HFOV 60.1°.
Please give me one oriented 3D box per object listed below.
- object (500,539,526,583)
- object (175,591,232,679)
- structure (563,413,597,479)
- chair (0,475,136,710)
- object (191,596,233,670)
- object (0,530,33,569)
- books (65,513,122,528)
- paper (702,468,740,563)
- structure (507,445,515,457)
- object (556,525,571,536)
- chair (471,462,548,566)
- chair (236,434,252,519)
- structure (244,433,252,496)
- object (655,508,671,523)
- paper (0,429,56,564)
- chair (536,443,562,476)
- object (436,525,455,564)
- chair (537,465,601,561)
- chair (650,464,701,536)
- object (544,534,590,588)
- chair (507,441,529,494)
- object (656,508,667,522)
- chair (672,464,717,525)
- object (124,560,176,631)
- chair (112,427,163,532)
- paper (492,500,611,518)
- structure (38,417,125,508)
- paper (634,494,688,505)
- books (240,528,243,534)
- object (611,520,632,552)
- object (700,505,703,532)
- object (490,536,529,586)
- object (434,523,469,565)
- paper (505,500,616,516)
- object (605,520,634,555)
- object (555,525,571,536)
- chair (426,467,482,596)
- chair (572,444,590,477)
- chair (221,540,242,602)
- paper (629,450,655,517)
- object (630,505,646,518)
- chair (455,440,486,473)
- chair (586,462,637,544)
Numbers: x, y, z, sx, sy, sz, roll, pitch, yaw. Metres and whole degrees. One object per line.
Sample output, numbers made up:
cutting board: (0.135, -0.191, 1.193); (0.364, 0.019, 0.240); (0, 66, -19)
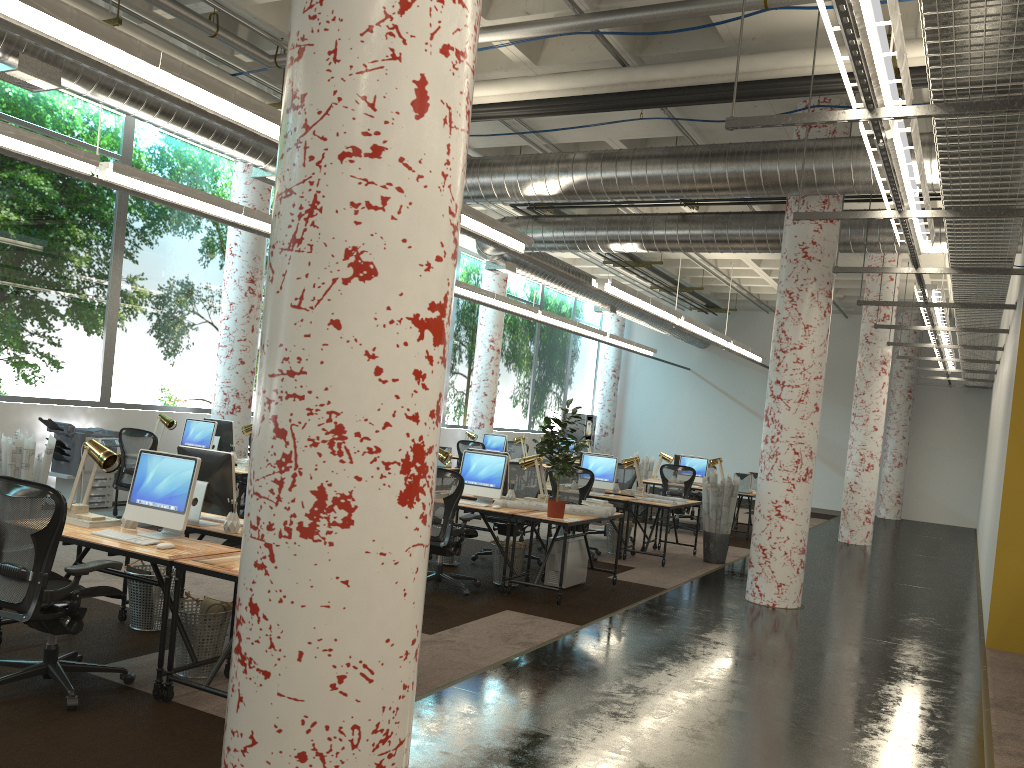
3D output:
object: (-0.002, 1.693, 8.444); (0.234, 0.403, 0.120); (6, 1, 28)
object: (-1.763, 1.412, 4.999); (0.358, 0.435, 0.354); (6, 0, 24)
structure: (1.799, 1.712, 23.958); (0.636, 1.812, 0.751); (6, 1, 28)
chair: (-2.369, 1.012, 4.555); (0.769, 1.086, 0.793); (6, 0, 11)
object: (-1.724, 1.431, 5.067); (0.234, 0.403, 0.120); (6, 1, 28)
object: (-3.858, 1.298, 6.846); (0.353, 0.399, 0.352); (6, 0, -18)
books: (-2.537, 0.815, 5.307); (0.308, 0.038, 0.226); (5, -2, 28)
paper: (2.611, 1.668, 11.267); (0.440, 1.199, 0.412); (6, 1, 6)
structure: (-0.330, 1.745, 19.934); (0.502, 1.058, 1.060); (6, 0, 28)
object: (0.693, 1.901, 11.940); (0.234, 0.403, 0.120); (6, 1, 28)
chair: (0.024, 1.397, 9.628); (0.769, 1.086, 0.793); (6, 0, 11)
chair: (-3.307, 1.150, 11.367); (0.769, 1.086, 0.793); (6, 0, 11)
structure: (-3.658, 1.202, 13.514); (0.502, 1.058, 1.060); (6, 0, 28)
object: (2.653, 2.199, 15.494); (0.358, 0.435, 0.354); (6, 0, 24)
paper: (-3.841, 0.885, 6.835); (0.440, 1.199, 0.412); (6, 1, 6)
chair: (0.788, 1.805, 18.863); (0.769, 1.086, 0.793); (6, 0, 11)
object: (-0.687, 1.648, 9.128); (0.234, 0.403, 0.120); (6, 1, 28)
chair: (0.733, 1.526, 10.743); (0.769, 1.086, 0.793); (6, 0, 11)
chair: (2.651, 1.832, 14.230); (0.769, 1.086, 0.793); (6, 0, 11)
object: (0.551, 1.736, 8.725); (0.220, 0.455, 0.542); (6, 0, 28)
chair: (-0.035, 1.685, 17.677); (0.769, 1.086, 0.793); (6, 0, 11)
object: (2.611, 2.207, 15.427); (0.234, 0.403, 0.120); (6, 1, 28)
chair: (3.322, 1.955, 15.926); (0.769, 1.086, 0.793); (6, 0, 11)
object: (-2.367, 1.380, 5.819); (0.358, 0.435, 0.354); (6, 0, 24)
chair: (-3.978, 1.027, 9.670); (0.769, 1.086, 0.793); (6, 0, 11)
paper: (0.362, 1.156, 8.266); (1.134, 0.082, 0.083); (6, 0, 2)
structure: (-5.146, 0.959, 10.639); (0.502, 1.058, 1.060); (6, 0, 28)
paper: (1.867, 1.438, 11.052); (0.566, 0.061, 0.627); (5, -2, 25)
books: (-1.490, 0.924, 5.491); (0.308, 0.038, 0.226); (5, -2, 28)
object: (1.378, 1.945, 11.256); (0.234, 0.403, 0.120); (6, 1, 28)
object: (3.257, 2.231, 14.675); (0.358, 0.435, 0.354); (6, 0, 24)
object: (-0.042, 1.673, 8.376); (0.358, 0.435, 0.354); (6, 0, 24)
object: (-0.645, 1.641, 9.196); (0.358, 0.435, 0.354); (6, 0, 24)
paper: (0.439, 1.169, 8.414); (1.135, 0.082, 0.083); (6, 0, -8)
object: (1.339, 1.925, 11.188); (0.358, 0.435, 0.354); (6, 0, 24)
object: (0.735, 1.893, 12.008); (0.358, 0.435, 0.354); (6, 0, 24)
chair: (-0.648, 1.274, 7.932); (0.769, 1.086, 0.793); (6, 0, 11)
chair: (1.460, 1.929, 20.559); (0.769, 1.086, 0.793); (6, 0, 11)
chair: (-1.698, 1.136, 6.251); (0.769, 1.086, 0.793); (6, 0, 11)
paper: (2.290, 1.793, 15.912); (0.440, 1.199, 0.412); (6, 1, 6)
object: (2.273, 2.206, 15.923); (0.353, 0.399, 0.352); (6, 0, -17)
chair: (-0.707, 1.561, 15.980); (0.769, 1.086, 0.793); (6, 0, 11)
chair: (1.404, 1.649, 12.440); (0.769, 1.086, 0.793); (6, 0, 11)
